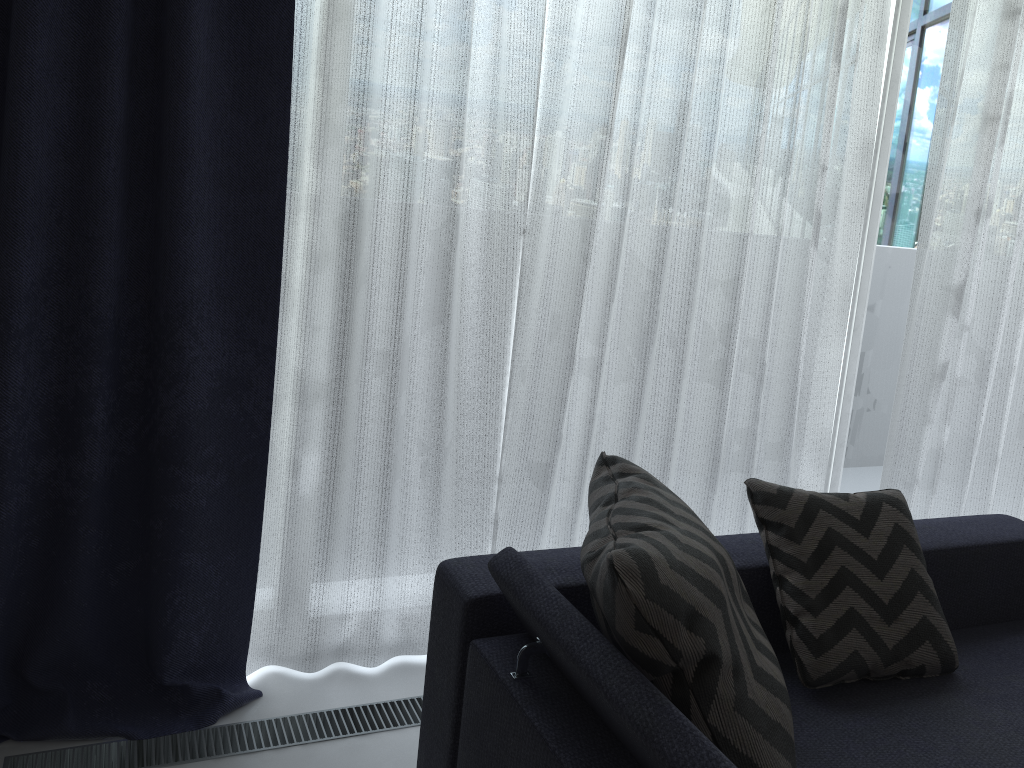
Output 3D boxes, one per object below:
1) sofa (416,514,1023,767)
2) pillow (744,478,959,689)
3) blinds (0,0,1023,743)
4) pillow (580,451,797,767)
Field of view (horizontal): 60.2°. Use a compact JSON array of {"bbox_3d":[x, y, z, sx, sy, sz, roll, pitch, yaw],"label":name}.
[{"bbox_3d":[1.270,0.863,0.829,1.897,0.600,2.916,1,13,-24],"label":"sofa"},{"bbox_3d":[0.712,0.402,1.833,0.414,0.341,0.290,2,10,-20],"label":"pillow"},{"bbox_3d":[2.201,-0.010,0.227,7.125,2.739,5.887,1,12,-21],"label":"blinds"},{"bbox_3d":[0.274,0.446,1.466,0.356,0.512,0.605,7,10,5],"label":"pillow"}]
